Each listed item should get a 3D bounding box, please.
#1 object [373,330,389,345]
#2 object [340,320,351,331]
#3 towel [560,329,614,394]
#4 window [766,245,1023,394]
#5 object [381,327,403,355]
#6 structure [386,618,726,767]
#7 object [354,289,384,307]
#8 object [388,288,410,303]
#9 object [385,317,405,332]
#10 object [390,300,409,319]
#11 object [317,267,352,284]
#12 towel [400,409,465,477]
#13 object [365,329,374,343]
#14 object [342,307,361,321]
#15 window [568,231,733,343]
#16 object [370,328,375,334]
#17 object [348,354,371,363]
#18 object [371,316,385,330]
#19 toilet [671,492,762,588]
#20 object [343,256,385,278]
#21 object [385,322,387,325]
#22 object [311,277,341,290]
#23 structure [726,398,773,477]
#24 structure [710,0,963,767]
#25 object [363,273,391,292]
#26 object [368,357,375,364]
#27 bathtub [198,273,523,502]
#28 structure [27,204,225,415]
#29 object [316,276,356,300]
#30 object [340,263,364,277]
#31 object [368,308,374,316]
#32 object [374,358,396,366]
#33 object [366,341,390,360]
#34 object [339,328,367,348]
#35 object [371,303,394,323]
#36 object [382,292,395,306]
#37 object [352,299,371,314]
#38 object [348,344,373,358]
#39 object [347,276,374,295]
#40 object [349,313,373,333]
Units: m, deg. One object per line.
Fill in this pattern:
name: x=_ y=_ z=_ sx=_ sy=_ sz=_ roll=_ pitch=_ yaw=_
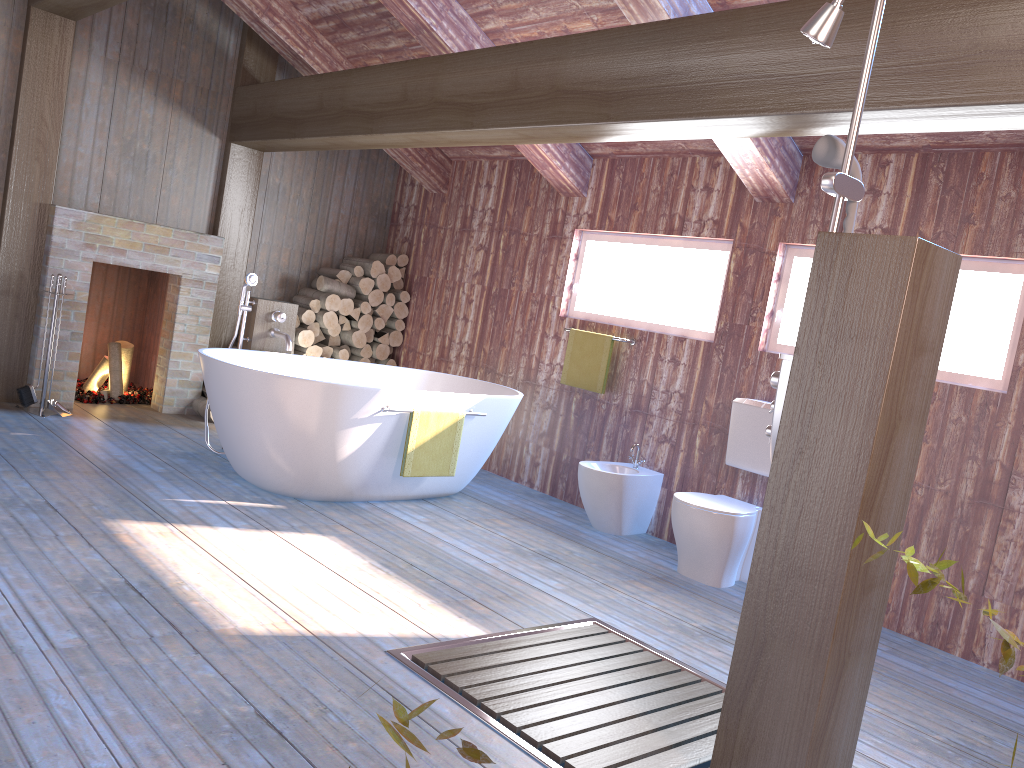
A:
object: x=-1.157 y=-0.407 z=7.238 sx=0.115 sy=0.112 sz=0.423 roll=6 pitch=6 yaw=-42
object: x=-1.373 y=-0.485 z=7.028 sx=0.085 sy=0.096 sz=0.280 roll=6 pitch=6 yaw=-42
towel: x=0.470 y=-0.146 z=5.556 sx=0.032 sy=0.361 sz=0.370 roll=6 pitch=6 yaw=-42
window: x=1.838 y=-0.348 z=4.313 sx=0.054 sy=0.587 sz=1.255 roll=6 pitch=6 yaw=-42
object: x=-1.087 y=-0.355 z=7.326 sx=0.137 sy=0.256 sz=0.439 roll=6 pitch=6 yaw=-42
structure: x=0.284 y=1.008 z=2.823 sx=1.000 sy=0.067 sz=1.000 roll=6 pitch=6 yaw=-43
object: x=-1.210 y=-0.707 z=7.118 sx=0.143 sy=0.151 sz=0.440 roll=6 pitch=6 yaw=-42
object: x=-1.001 y=-0.742 z=7.296 sx=0.102 sy=0.109 sz=0.438 roll=6 pitch=6 yaw=-42
object: x=-1.044 y=-0.515 z=7.312 sx=0.102 sy=0.109 sz=0.438 roll=6 pitch=6 yaw=-42
object: x=-1.032 y=-0.633 z=7.300 sx=0.147 sy=0.152 sz=0.439 roll=6 pitch=6 yaw=-42
object: x=-1.412 y=-0.855 z=7.032 sx=0.140 sy=0.121 sz=0.319 roll=6 pitch=6 yaw=-41
towel: x=-0.417 y=0.315 z=4.710 sx=0.032 sy=0.361 sz=0.370 roll=14 pitch=6 yaw=43
object: x=-1.240 y=-0.414 z=7.142 sx=0.111 sy=0.118 sz=0.302 roll=6 pitch=6 yaw=-43
object: x=-1.356 y=-0.572 z=7.013 sx=0.109 sy=0.124 sz=0.424 roll=6 pitch=6 yaw=-43
window: x=0.838 y=-0.620 z=5.461 sx=0.054 sy=0.587 sz=1.255 roll=6 pitch=6 yaw=-42
object: x=-1.185 y=-0.435 z=7.187 sx=0.065 sy=0.069 sz=0.177 roll=6 pitch=6 yaw=-43
object: x=-1.269 y=-0.181 z=7.151 sx=0.116 sy=0.117 sz=0.289 roll=5 pitch=7 yaw=-45
object: x=-1.188 y=-0.520 z=7.180 sx=0.102 sy=0.109 sz=0.438 roll=6 pitch=6 yaw=-42
toilet: x=1.004 y=0.781 z=4.427 sx=0.534 sy=0.400 sz=0.375 roll=6 pitch=6 yaw=-42
object: x=-1.191 y=-0.935 z=7.104 sx=0.135 sy=0.139 sz=0.456 roll=6 pitch=6 yaw=-41
object: x=-1.119 y=-0.527 z=7.303 sx=0.088 sy=0.092 sz=0.280 roll=6 pitch=6 yaw=-42
object: x=-1.465 y=-0.775 z=7.001 sx=0.113 sy=0.130 sz=0.291 roll=6 pitch=6 yaw=-42
structure: x=1.304 y=0.278 z=4.566 sx=0.182 sy=0.363 sz=0.358 roll=6 pitch=6 yaw=-42
structure: x=0.849 y=0.013 z=2.349 sx=0.328 sy=2.209 sz=0.522 roll=8 pitch=5 yaw=-22
object: x=-1.158 y=-0.838 z=7.134 sx=0.141 sy=0.143 sz=0.437 roll=5 pitch=6 yaw=-44
object: x=-1.272 y=-0.196 z=7.322 sx=0.118 sy=0.106 sz=0.319 roll=5 pitch=7 yaw=-45
bathtub: x=-0.801 y=0.050 z=5.081 sx=1.935 sy=1.109 sz=1.460 roll=8 pitch=5 yaw=-21
structure: x=-2.657 y=-0.462 z=6.114 sx=1.130 sy=1.330 sz=0.226 roll=6 pitch=6 yaw=-43
object: x=-1.355 y=-0.738 z=6.840 sx=0.302 sy=0.157 sz=0.121 roll=6 pitch=6 yaw=-42
object: x=-1.266 y=-0.899 z=7.006 sx=0.094 sy=0.097 sz=0.227 roll=6 pitch=6 yaw=-42
object: x=-1.220 y=-0.580 z=7.109 sx=0.095 sy=0.090 sz=0.278 roll=6 pitch=6 yaw=-41
object: x=-1.135 y=-0.175 z=7.342 sx=0.139 sy=0.137 sz=0.455 roll=5 pitch=6 yaw=-44
object: x=-1.182 y=-0.293 z=7.252 sx=0.137 sy=0.133 sz=0.437 roll=5 pitch=6 yaw=-44
object: x=-1.340 y=-0.389 z=7.076 sx=0.141 sy=0.143 sz=0.437 roll=5 pitch=6 yaw=-44
object: x=-1.168 y=-0.602 z=7.219 sx=0.172 sy=0.151 sz=0.482 roll=6 pitch=6 yaw=-41
object: x=-1.104 y=-0.709 z=7.210 sx=0.089 sy=0.106 sz=0.437 roll=6 pitch=6 yaw=-41
object: x=-1.279 y=-0.636 z=7.067 sx=0.102 sy=0.109 sz=0.438 roll=6 pitch=6 yaw=-42
object: x=-1.255 y=-0.287 z=7.144 sx=0.114 sy=0.113 sz=0.301 roll=5 pitch=7 yaw=-45
object: x=-1.278 y=-0.805 z=7.057 sx=0.139 sy=0.148 sz=0.458 roll=6 pitch=6 yaw=-42
object: x=-1.287 y=-0.508 z=7.096 sx=0.136 sy=0.157 sz=0.439 roll=6 pitch=6 yaw=-42
